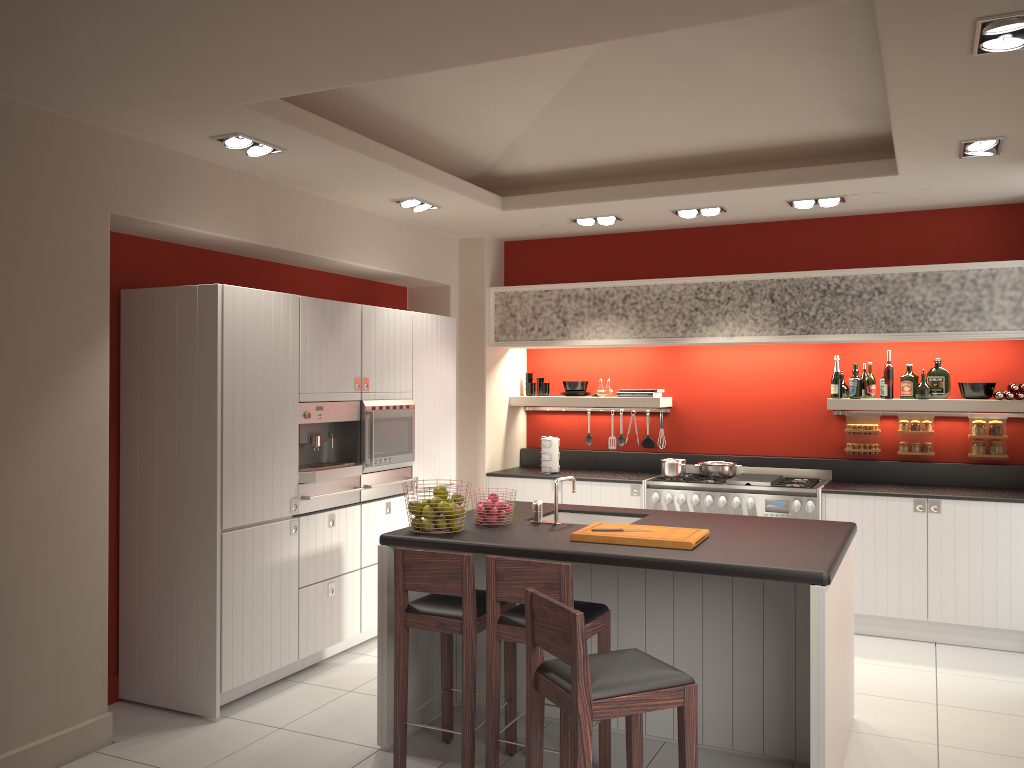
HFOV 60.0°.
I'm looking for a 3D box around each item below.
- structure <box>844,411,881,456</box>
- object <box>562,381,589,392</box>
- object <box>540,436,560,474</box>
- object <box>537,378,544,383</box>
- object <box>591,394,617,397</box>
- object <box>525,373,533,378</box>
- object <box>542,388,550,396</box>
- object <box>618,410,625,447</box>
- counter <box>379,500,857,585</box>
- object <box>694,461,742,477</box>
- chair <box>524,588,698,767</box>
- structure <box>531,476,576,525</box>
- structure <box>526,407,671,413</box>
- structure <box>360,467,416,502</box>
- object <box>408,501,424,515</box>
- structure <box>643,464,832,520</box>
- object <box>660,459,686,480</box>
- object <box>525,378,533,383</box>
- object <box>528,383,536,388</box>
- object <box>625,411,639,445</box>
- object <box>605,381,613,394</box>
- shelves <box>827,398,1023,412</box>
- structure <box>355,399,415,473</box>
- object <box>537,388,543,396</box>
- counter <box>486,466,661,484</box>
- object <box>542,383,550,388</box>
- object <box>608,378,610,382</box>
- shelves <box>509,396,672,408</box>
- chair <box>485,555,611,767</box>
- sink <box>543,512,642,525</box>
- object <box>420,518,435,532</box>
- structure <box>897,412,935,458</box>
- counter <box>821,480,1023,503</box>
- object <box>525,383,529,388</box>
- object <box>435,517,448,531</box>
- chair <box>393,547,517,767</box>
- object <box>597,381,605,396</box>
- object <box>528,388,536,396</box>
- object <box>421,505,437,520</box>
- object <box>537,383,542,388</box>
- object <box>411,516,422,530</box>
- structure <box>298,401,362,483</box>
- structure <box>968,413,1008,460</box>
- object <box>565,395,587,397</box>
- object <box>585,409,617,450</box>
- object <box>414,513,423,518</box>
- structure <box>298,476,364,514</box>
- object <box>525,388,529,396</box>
[{"bbox_3d":[2.710,0.385,6.860,0.256,0.347,0.130,0,0,25],"label":"structure"},{"bbox_3d":[0.558,0.030,7.801,0.232,0.108,0.232,0,0,-23],"label":"object"},{"bbox_3d":[0.317,0.593,7.440,0.168,0.304,0.163,0,0,-36],"label":"object"},{"bbox_3d":[0.256,-0.016,7.974,0.070,0.076,0.070,0,0,-4],"label":"object"},{"bbox_3d":[0.802,0.098,7.661,0.183,0.027,0.160,0,0,-36],"label":"object"},{"bbox_3d":[0.155,-0.060,8.022,0.070,0.076,0.070,0,0,-4],"label":"object"},{"bbox_3d":[0.299,0.072,7.835,0.070,0.076,0.070,0,0,-4],"label":"object"},{"bbox_3d":[0.954,0.385,7.739,0.067,0.323,0.022,0,0,24],"label":"object"},{"bbox_3d":[0.585,0.746,4.458,2.054,0.050,1.415,0,0,25],"label":"counter"},{"bbox_3d":[1.648,0.685,7.108,0.309,0.105,0.309,0,0,-37],"label":"object"},{"bbox_3d":[0.338,1.231,3.072,0.474,1.008,0.383,0,0,-24],"label":"chair"},{"bbox_3d":[0.217,0.612,4.670,0.183,0.249,0.224,0,0,25],"label":"structure"},{"bbox_3d":[0.745,0.226,7.865,1.355,0.034,0.054,0,0,25],"label":"structure"},{"bbox_3d":[-0.850,0.677,6.031,0.129,0.177,0.617,0,0,25],"label":"structure"},{"bbox_3d":[-0.472,0.608,4.353,0.077,0.068,0.076,0,0,19],"label":"object"},{"bbox_3d":[1.729,1.213,6.836,1.322,1.085,0.778,0,0,25],"label":"structure"},{"bbox_3d":[1.261,0.666,6.933,0.201,0.148,0.201,0,0,18],"label":"object"},{"bbox_3d":[0.155,-0.016,8.022,0.070,0.076,0.070,0,0,-4],"label":"object"},{"bbox_3d":[0.176,0.027,7.838,0.070,0.076,0.070,0,0,-4],"label":"object"},{"bbox_3d":[1.044,0.382,7.699,0.124,0.297,0.009,0,0,25],"label":"object"},{"bbox_3d":[0.838,0.042,7.689,0.077,0.134,0.076,0,0,9],"label":"object"},{"bbox_3d":[3.087,0.155,6.585,1.379,0.083,0.376,0,0,25],"label":"shelves"},{"bbox_3d":[-0.924,0.344,6.064,0.332,0.473,0.610,0,0,25],"label":"structure"},{"bbox_3d":[0.255,0.072,7.973,0.070,0.076,0.070,0,0,-4],"label":"object"},{"bbox_3d":[0.548,0.759,7.446,1.360,0.026,0.699,0,0,25],"label":"counter"},{"bbox_3d":[0.299,0.028,7.836,0.070,0.076,0.070,0,0,-4],"label":"object"},{"bbox_3d":[0.840,-0.033,7.689,0.026,0.032,0.023,0,0,8],"label":"object"},{"bbox_3d":[0.670,0.153,7.723,1.379,0.083,0.376,0,0,25],"label":"shelves"},{"bbox_3d":[0.167,1.232,3.863,0.383,1.008,0.474,0,0,27],"label":"chair"},{"bbox_3d":[0.408,0.872,4.810,0.567,0.258,0.516,0,0,25],"label":"sink"},{"bbox_3d":[-0.408,0.682,4.283,0.068,0.068,0.068,0,0,36],"label":"object"},{"bbox_3d":[3.052,0.386,6.700,0.256,0.347,0.130,0,0,25],"label":"structure"},{"bbox_3d":[2.956,0.761,6.312,1.360,0.026,0.699,0,0,25],"label":"counter"},{"bbox_3d":[0.155,0.028,8.021,0.070,0.076,0.070,0,0,-4],"label":"object"},{"bbox_3d":[-0.344,0.682,4.335,0.068,0.068,0.068,0,0,36],"label":"object"},{"bbox_3d":[-0.250,1.232,4.059,0.383,1.008,0.474,0,0,25],"label":"chair"},{"bbox_3d":[0.766,0.042,7.635,0.076,0.131,0.076,0,0,-23],"label":"object"},{"bbox_3d":[0.176,0.071,7.838,0.070,0.076,0.070,0,0,-4],"label":"object"},{"bbox_3d":[-0.405,0.629,4.336,0.076,0.077,0.076,0,0,-10],"label":"object"},{"bbox_3d":[0.255,0.028,7.974,0.070,0.076,0.070,0,0,-4],"label":"object"},{"bbox_3d":[-0.461,0.682,4.353,0.068,0.068,0.068,0,0,36],"label":"object"},{"bbox_3d":[-1.259,0.346,5.530,0.453,0.470,0.623,0,0,25],"label":"structure"},{"bbox_3d":[3.487,0.386,6.495,0.256,0.347,0.130,0,0,25],"label":"structure"},{"bbox_3d":[0.558,0.103,7.800,0.280,0.016,0.280,0,0,24],"label":"object"},{"bbox_3d":[0.782,0.399,7.818,0.287,0.351,0.022,0,0,26],"label":"object"},{"bbox_3d":[-0.462,0.629,4.418,0.076,0.077,0.076,0,0,-10],"label":"object"},{"bbox_3d":[-1.118,0.675,5.461,0.129,0.177,0.617,0,0,25],"label":"structure"},{"bbox_3d":[0.155,0.072,8.021,0.070,0.076,0.070,0,0,-4],"label":"object"}]
